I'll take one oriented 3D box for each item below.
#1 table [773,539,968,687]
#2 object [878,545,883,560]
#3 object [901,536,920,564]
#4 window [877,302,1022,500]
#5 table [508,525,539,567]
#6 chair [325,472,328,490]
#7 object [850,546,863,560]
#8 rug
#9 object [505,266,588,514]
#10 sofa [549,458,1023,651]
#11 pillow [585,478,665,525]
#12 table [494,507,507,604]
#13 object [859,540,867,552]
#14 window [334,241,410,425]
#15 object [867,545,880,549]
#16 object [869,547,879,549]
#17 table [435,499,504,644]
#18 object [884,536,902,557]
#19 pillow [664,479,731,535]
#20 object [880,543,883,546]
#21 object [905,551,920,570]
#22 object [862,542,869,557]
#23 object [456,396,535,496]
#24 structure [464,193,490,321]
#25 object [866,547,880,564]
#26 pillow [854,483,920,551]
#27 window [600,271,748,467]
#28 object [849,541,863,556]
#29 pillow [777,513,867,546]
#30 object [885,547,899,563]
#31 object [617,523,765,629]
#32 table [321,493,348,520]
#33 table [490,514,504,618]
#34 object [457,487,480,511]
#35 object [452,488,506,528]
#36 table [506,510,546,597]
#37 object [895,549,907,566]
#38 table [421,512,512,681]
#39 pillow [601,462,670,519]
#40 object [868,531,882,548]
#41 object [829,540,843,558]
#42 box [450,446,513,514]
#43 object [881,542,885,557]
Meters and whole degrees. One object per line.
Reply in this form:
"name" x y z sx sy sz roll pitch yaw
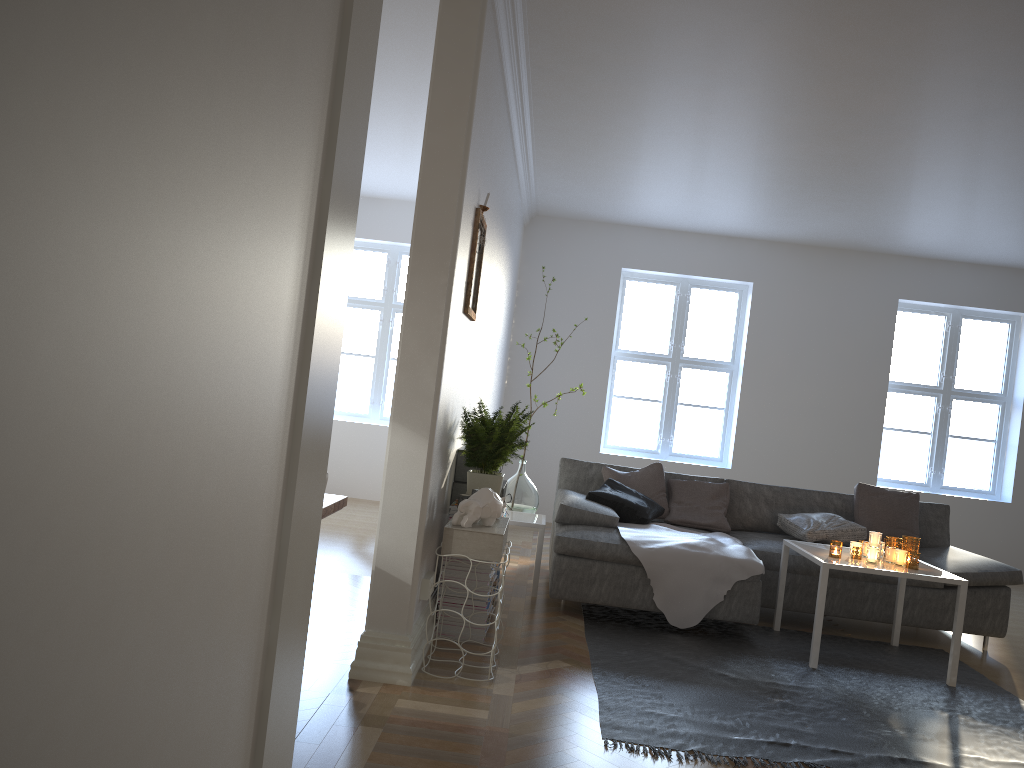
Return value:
"table" 1.785 1.138 4.516 0.674 0.504 0.715 7 -1 3
"object" 1.847 0.855 4.504 0.060 0.073 0.060 7 0 -42
"object" 1.994 0.838 4.440 0.087 0.140 0.090 7 0 -27
"window" 4.001 0.154 8.228 1.200 1.709 0.077 7 0 2
"table" -0.020 1.033 5.719 0.423 0.319 0.437 7 -1 3
"chair" -0.922 0.647 2.839 0.431 0.786 0.479 7 0 23
"object" 1.727 0.847 4.442 0.050 0.058 0.052 7 0 -28
"rug" 1.339 1.318 3.876 2.015 0.055 2.112 7 -1 2
"object" 0.243 0.061 5.604 0.340 1.674 0.775 7 0 -38
"sofa" 1.549 1.014 5.290 2.632 0.772 1.555 7 -1 3
"pillow" 0.692 0.725 5.385 0.401 0.248 0.421 7 -1 23
"table" -0.171 0.906 4.706 0.246 0.499 0.327 7 0 3
"object" 1.842 0.860 4.669 0.047 0.068 0.054 7 0 -37
"window" -1.220 -0.471 8.454 1.633 1.702 0.077 7 0 2
"object" 1.806 0.849 4.436 0.060 0.073 0.060 7 0 -18
"object" 1.780 0.842 4.375 0.056 0.066 0.056 7 0 -36
"table" -0.192 0.846 4.083 0.246 0.596 0.321 7 0 3
"object" 2.002 0.860 4.658 0.080 0.104 0.080 7 0 -7
"pillow" 1.189 0.770 5.660 0.414 0.311 0.337 7 0 8
"object" 1.890 0.861 4.607 0.060 0.073 0.060 7 0 27
"object" 1.960 0.863 4.334 0.060 0.079 0.060 7 0 -7
"object" 1.837 0.854 4.569 0.060 0.073 0.060 7 0 27
"object" -0.095 0.321 4.080 0.368 0.527 0.438 7 0 3
"structure" -0.154 -0.592 4.096 0.053 0.574 0.398 7 0 0
"object" 1.780 0.845 4.375 0.060 0.073 0.060 7 0 -18
"pillow" 2.395 0.850 5.663 0.426 0.390 0.242 7 0 3
"window" 1.511 -0.142 8.336 1.200 1.709 0.077 7 0 2
"object" 1.750 0.843 4.516 0.060 0.073 0.060 7 0 27
"pillow" 1.911 0.898 5.478 0.404 0.194 0.405 7 -1 -11
"object" 1.909 0.861 4.460 0.060 0.073 0.060 7 0 -9
"object" 0.916 1.040 4.878 0.812 0.437 0.726 7 -1 1
"table" -1.540 0.584 2.278 1.986 0.750 0.853 7 0 2
"table" -0.184 0.900 4.391 0.246 0.499 0.327 7 0 3
"object" -0.177 0.498 3.757 0.123 0.134 0.062 6 0 43
"object" -0.123 0.494 3.584 0.137 0.150 0.311 7 -1 32
"table" -0.036 0.977 5.217 0.423 0.412 0.437 7 0 3
"object" 1.930 0.863 4.399 0.060 0.073 0.060 7 0 -9
"table" -0.175 0.853 3.651 0.299 0.575 0.553 7 0 3
"pillow" 0.802 0.695 5.733 0.430 0.403 0.324 7 0 -10
"object" 1.803 0.774 4.404 0.060 0.073 0.060 7 0 18
"object" 1.612 0.822 4.414 0.060 0.079 0.060 7 0 -3
"box" -0.129 0.498 4.506 0.298 0.315 0.419 7 -1 3
"object" 1.927 0.867 4.663 0.060 0.073 0.060 7 0 -36
